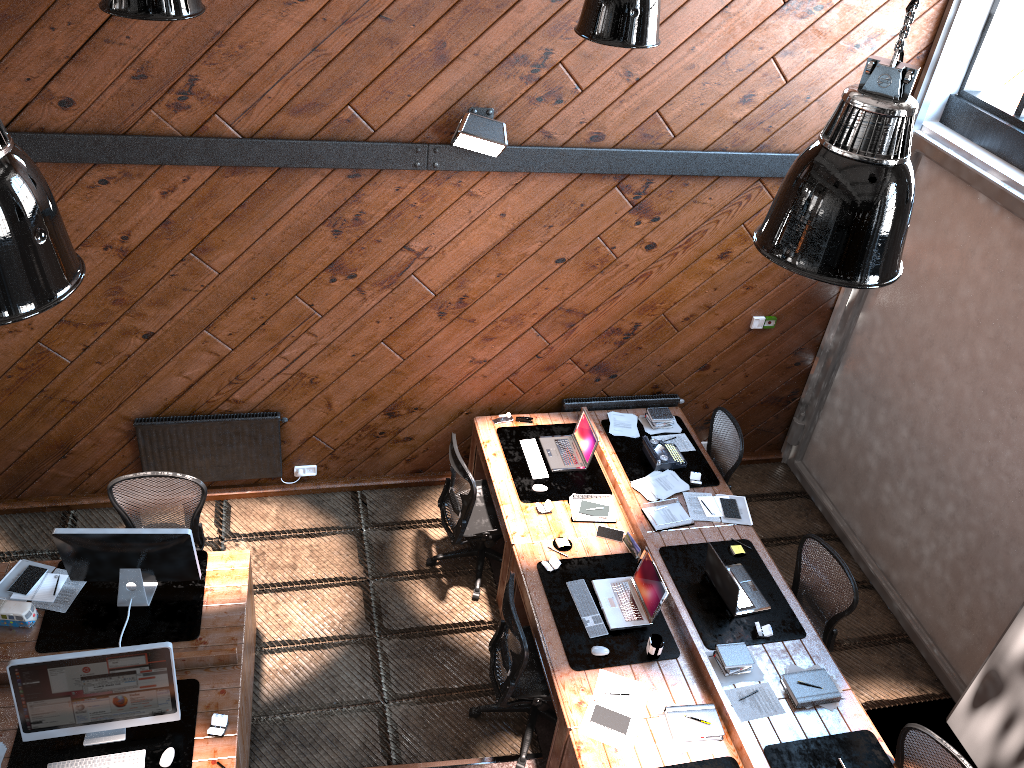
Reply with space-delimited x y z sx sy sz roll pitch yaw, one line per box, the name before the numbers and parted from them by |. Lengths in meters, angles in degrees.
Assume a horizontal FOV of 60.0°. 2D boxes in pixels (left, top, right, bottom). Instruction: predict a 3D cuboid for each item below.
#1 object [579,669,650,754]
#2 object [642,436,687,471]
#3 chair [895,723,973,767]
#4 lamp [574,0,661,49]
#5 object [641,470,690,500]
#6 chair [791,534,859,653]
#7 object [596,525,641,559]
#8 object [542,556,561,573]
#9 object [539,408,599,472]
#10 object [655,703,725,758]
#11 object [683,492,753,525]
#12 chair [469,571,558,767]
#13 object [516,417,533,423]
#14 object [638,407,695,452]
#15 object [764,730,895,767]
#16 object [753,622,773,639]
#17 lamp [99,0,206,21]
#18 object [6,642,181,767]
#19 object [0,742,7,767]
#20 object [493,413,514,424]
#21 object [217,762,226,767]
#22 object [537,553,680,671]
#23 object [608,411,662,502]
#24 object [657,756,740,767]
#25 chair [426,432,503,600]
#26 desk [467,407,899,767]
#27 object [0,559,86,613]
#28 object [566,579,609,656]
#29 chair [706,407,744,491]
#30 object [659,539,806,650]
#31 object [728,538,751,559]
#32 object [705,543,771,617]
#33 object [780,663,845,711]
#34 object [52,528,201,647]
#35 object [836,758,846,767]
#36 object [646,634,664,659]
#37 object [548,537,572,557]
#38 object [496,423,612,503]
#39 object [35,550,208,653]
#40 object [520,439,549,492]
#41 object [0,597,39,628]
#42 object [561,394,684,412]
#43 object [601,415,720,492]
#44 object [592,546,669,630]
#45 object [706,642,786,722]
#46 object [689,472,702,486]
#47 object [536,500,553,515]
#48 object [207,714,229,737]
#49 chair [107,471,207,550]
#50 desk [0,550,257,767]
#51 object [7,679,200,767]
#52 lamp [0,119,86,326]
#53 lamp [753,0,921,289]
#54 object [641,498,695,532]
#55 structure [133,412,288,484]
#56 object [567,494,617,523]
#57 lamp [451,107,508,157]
object | 0.575 1.787 4.894 0.304 0.017 0.467 17 36 13
object | 1.155 0.513 6.698 0.290 0.116 0.322 -4 37 -16
chair | 2.024 2.406 4.683 0.792 1.085 0.770 -25 47 -38
lamp | 0.676 -2.759 3.903 0.445 2.372 0.445 -4 37 -16
object | 1.122 0.733 6.477 0.315 0.002 0.246 -15 41 -29
chair | 1.785 1.577 5.808 0.792 1.085 0.770 -17 42 -31
object | 0.733 1.034 5.935 0.347 0.083 0.129 27 39 26
object | 0.249 1.153 5.678 0.106 0.063 0.082 -14 41 -28
object | 0.416 0.410 6.572 0.323 0.283 0.390 -2 36 -14
object | 0.969 1.864 4.825 0.363 0.065 0.325 7 35 -2
object | 1.473 0.880 6.345 0.467 0.017 0.304 5 35 -4
chair | 0.177 1.654 5.384 0.792 1.085 0.770 -9 39 -23
object | 0.096 0.277 6.916 0.134 0.042 0.022 7 35 -2
object | 1.216 0.347 6.966 0.319 0.098 0.478 -3 37 -16
object | 1.777 2.198 4.563 0.687 0.008 0.848 -2 36 -14
object | 1.543 1.506 5.436 0.106 0.063 0.082 5 35 -4
lamp | -1.483 -2.657 3.316 0.445 2.372 0.445 5 35 -4
object | -2.012 1.501 4.329 0.714 0.573 0.610 -3 36 -15
object | -2.564 1.860 4.109 0.319 0.098 0.478 -3 37 -16
object | -0.067 0.260 6.890 0.159 0.064 0.054 -7 38 -20
object | -1.432 1.927 4.299 0.158 0.026 0.154 26 39 24
object | 0.578 1.382 5.480 0.687 0.008 0.848 -2 36 -14
object | 0.950 0.528 6.742 0.356 0.002 1.058 -3 37 -16
object | 0.952 2.249 4.329 0.687 0.008 0.848 -2 36 -14
chair | -0.205 0.866 6.423 0.792 1.085 0.770 -17 42 -31
desk | 0.963 1.687 5.705 1.748 0.840 4.117 -2 36 -14
object | -2.720 1.160 5.125 0.467 0.017 0.304 11 35 5
object | 0.474 1.410 5.390 0.139 0.040 0.577 -3 36 -15
chair | 1.388 0.753 6.895 0.792 1.085 0.770 -9 39 -23
object | 1.403 1.331 5.714 0.687 0.008 0.848 -2 36 -14
object | 1.532 1.119 6.013 0.158 0.026 0.154 26 39 24
object | 1.447 1.220 5.629 0.323 0.283 0.390 -5 37 -18
object | 1.751 1.740 5.153 0.363 0.065 0.325 4 35 -6
object | -2.136 0.996 5.024 0.811 0.578 0.663 32 42 31
object | 1.817 2.096 4.417 0.320 0.288 0.380 -2 36 -14
object | 0.839 1.538 5.209 0.078 0.138 0.099 5 35 -4
object | 0.334 1.060 5.869 0.158 0.026 0.154 23 38 20
object | 0.299 0.569 6.575 0.687 0.008 0.848 -2 36 -14
object | -2.228 1.239 5.133 0.848 0.008 0.687 -1 36 -13
object | 0.174 0.588 6.494 0.139 0.040 0.577 0 36 -12
object | -2.767 1.270 4.911 0.253 0.146 0.128 6 35 -3
object | 0.885 0.371 7.395 1.064 0.628 0.073 -2 36 -14
object | 1.124 0.518 6.808 0.687 0.008 0.848 -2 36 -14
object | 0.711 1.242 5.407 0.320 0.288 0.380 -2 36 -14
object | 1.342 1.691 5.113 0.319 0.098 0.478 -3 37 -16
object | 1.354 0.700 6.532 0.082 0.063 0.106 8 35 0
object | 0.222 0.846 6.119 0.106 0.063 0.082 -4 37 -16
object | -1.500 1.741 4.517 0.082 0.063 0.106 8 35 0
chair | -2.213 1.137 5.647 0.770 1.085 0.792 -9 39 -23
desk | -3.525 1.840 4.610 4.117 0.840 1.748 -1 36 -12
object | -2.019 1.790 4.396 0.848 0.008 0.687 -1 36 -13
lamp | -1.139 -1.210 1.449 0.445 2.372 0.445 11 35 4
lamp | 1.088 -1.362 2.010 0.445 2.372 0.445 26 39 24
object | 1.095 0.910 6.204 0.316 0.060 0.229 -7 38 -20
structure | -2.214 0.495 6.613 1.064 0.628 0.073 -2 36 -14
object | 0.558 0.864 6.165 0.316 0.060 0.229 3 35 -8
lamp | -0.210 -1.554 5.546 0.328 0.287 0.283 -2 36 -14
